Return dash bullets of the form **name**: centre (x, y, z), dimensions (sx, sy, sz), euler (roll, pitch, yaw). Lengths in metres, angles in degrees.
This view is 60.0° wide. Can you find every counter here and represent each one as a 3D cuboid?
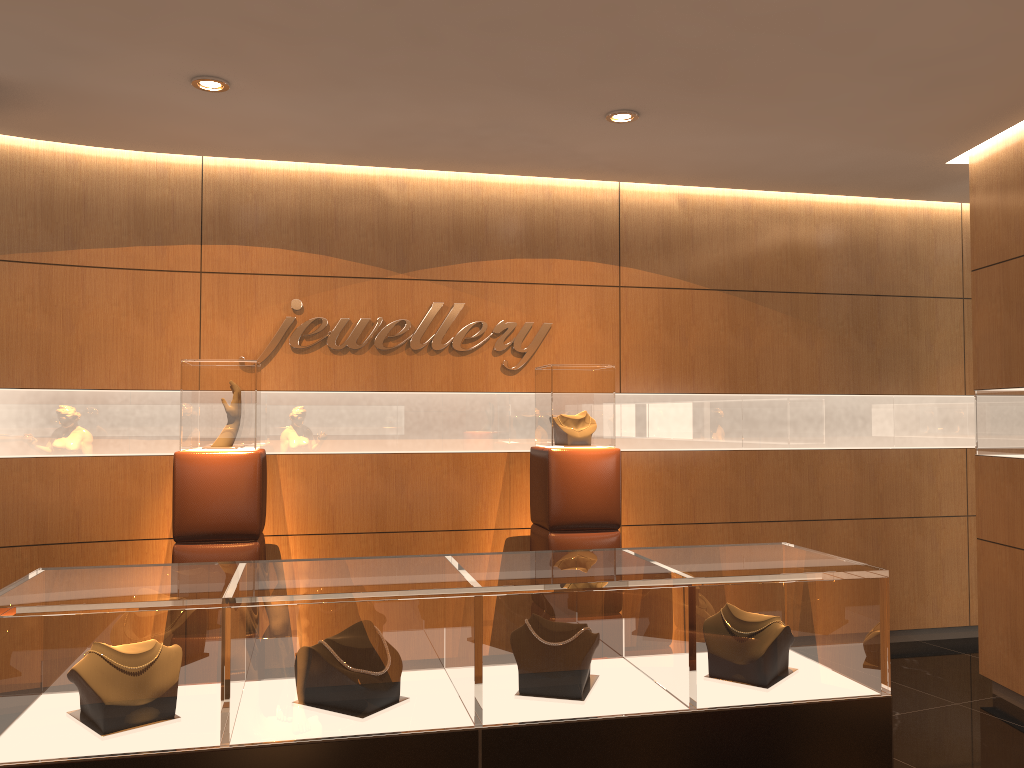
- **counter**: centre (-0.152, 1.145, 2.659), dimensions (2.514, 1.173, 0.615), euler (0, -2, -13)

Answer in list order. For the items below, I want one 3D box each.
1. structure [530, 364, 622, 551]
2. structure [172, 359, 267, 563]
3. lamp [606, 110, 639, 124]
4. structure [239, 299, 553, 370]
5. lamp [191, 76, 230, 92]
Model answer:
- **structure**: centre (0.388, 0.874, 5.475), dimensions (0.484, 1.968, 0.498), euler (1, -2, -13)
- **structure**: centre (-1.644, 0.872, 5.015), dimensions (0.484, 2.000, 0.498), euler (1, -2, -13)
- **lamp**: centre (0.594, -1.468, 4.785), dimensions (0.176, 0.068, 0.176), euler (1, -2, -18)
- **structure**: centre (-0.724, -0.320, 5.832), dimensions (2.050, 0.442, 0.034), euler (0, -2, -13)
- **lamp**: centre (-1.467, -1.485, 4.319), dimensions (0.176, 0.068, 0.176), euler (1, -2, -18)
